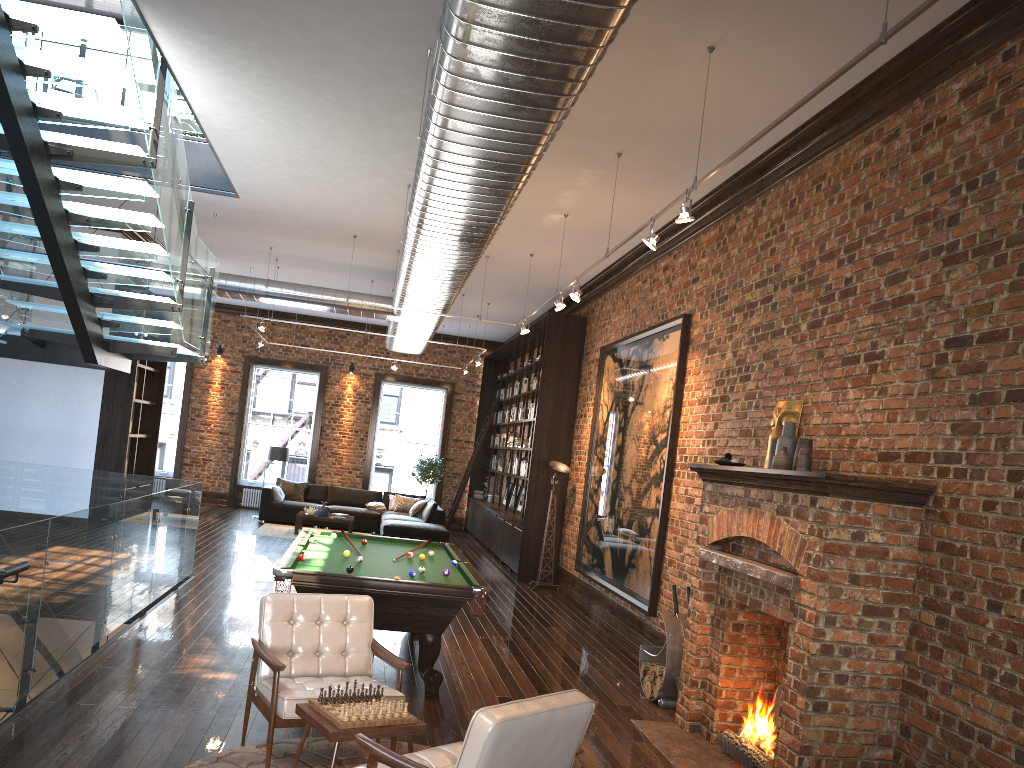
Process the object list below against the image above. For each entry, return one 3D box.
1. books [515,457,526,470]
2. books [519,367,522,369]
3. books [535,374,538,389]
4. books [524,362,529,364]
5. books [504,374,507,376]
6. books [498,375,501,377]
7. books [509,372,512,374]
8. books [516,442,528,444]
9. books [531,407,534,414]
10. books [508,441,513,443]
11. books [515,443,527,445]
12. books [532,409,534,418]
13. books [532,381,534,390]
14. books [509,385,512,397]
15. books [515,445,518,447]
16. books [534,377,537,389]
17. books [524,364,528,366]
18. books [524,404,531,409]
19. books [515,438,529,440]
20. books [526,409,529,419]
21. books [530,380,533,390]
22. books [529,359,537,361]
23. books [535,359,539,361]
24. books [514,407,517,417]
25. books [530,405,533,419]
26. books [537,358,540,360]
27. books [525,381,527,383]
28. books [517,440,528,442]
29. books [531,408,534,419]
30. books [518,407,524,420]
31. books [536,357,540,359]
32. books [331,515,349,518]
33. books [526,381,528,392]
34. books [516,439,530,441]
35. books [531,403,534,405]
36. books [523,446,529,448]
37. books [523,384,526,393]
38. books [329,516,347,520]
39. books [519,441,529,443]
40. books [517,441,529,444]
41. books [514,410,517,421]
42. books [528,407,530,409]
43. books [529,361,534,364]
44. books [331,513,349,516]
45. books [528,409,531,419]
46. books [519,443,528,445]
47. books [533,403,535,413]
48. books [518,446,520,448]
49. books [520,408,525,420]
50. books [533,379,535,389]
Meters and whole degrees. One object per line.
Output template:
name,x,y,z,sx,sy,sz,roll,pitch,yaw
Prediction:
books,0.163,1.552,16.789,0.183,0.336,0.015,7,0,-9
books,0.267,-0.304,17.491,0.192,0.013,0.315,8,-5,-13
books,0.512,-0.014,15.540,0.183,0.299,0.018,7,0,-9
books,0.328,-0.389,17.099,0.216,0.015,0.319,8,-5,-12
books,-0.040,-0.183,19.293,0.230,0.033,0.273,7,-5,-5
books,-0.187,-0.164,20.228,0.230,0.015,0.312,8,-5,-13
books,0.036,-0.225,18.907,0.206,0.024,0.249,7,-5,-5
books,0.201,1.114,16.671,0.236,0.014,0.166,7,-5,-9
books,0.422,0.536,15.801,0.160,0.241,0.031,7,0,-9
books,0.022,1.171,17.794,0.198,0.017,0.354,7,-5,-9
books,0.200,1.131,16.662,0.294,0.007,0.132,7,-5,-6
books,0.460,0.522,15.566,0.186,0.238,0.035,7,0,-9
books,0.451,0.059,15.930,0.183,0.206,0.053,7,0,-9
books,0.030,0.187,18.589,0.164,0.297,0.029,7,0,-9
books,0.193,1.180,16.670,0.244,0.025,0.161,8,-5,-10
books,0.487,0.016,15.689,0.185,0.258,0.032,7,0,-9
books,0.341,-0.347,17.103,0.187,0.011,0.380,7,-5,-8
books,0.302,0.545,16.630,0.156,0.334,0.014,7,0,-9
books,0.208,1.038,16.677,0.286,0.012,0.159,8,-5,-13
books,0.367,0.566,16.047,0.224,0.209,0.064,7,0,-9
books,0.386,0.063,16.364,0.191,0.254,0.061,7,0,-9
books,0.447,-0.431,16.379,0.205,0.017,0.360,8,-5,-12
books,0.546,-0.403,15.671,0.228,0.015,0.275,8,-5,-11
books,0.135,0.624,17.616,0.175,0.302,0.067,7,0,-9
books,0.414,0.527,15.872,0.166,0.268,0.011,7,0,-9
books,0.555,-0.425,15.672,0.206,0.008,0.334,7,-5,-6
books,0.318,0.080,16.757,0.180,0.270,0.011,7,0,-9
books,0.204,1.073,16.683,0.196,0.019,0.173,7,-5,-4
books,0.434,0.541,15.656,0.181,0.209,0.024,7,0,-9
books,0.219,0.593,17.013,0.190,0.284,0.013,7,0,-9
books,0.554,-0.440,15.671,0.217,0.020,0.234,8,-5,-12
books,-3.162,2.429,16.287,0.204,0.024,0.263,4,-5,25
books,0.355,0.077,16.483,0.191,0.239,0.008,7,0,-9
books,0.206,1.056,16.676,0.243,0.015,0.165,7,-5,-6
books,0.385,0.518,16.140,0.143,0.323,0.116,7,-1,-9
books,0.273,1.146,16.069,0.161,0.009,0.254,7,-5,-5
books,0.313,0.111,16.724,0.193,0.202,0.027,7,0,-9
books,-3.124,2.406,15.941,0.263,0.024,0.205,10,-6,-31
books,0.203,1.087,16.675,0.283,0.010,0.169,8,-5,-10
books,0.205,1.098,16.655,0.199,0.015,0.134,7,-5,-9
books,0.148,0.638,17.445,0.192,0.249,0.024,7,0,-9
books,0.364,0.552,16.078,0.186,0.244,0.079,7,0,-9
books,0.443,-0.377,16.379,0.193,0.030,0.313,8,-5,-13
books,-3.156,2.403,16.280,0.204,0.028,0.263,5,-5,23
books,0.393,0.560,15.920,0.181,0.208,0.030,7,0,-9
books,0.199,1.125,16.675,0.292,0.008,0.159,7,-5,-6
books,0.465,0.494,15.499,0.183,0.285,0.034,7,0,-9
books,0.235,1.178,16.431,0.205,0.035,0.267,7,-5,-8
books,0.282,0.588,16.566,0.272,0.241,0.083,7,-1,-9
books,0.468,0.042,15.851,0.174,0.229,0.014,7,0,-9
